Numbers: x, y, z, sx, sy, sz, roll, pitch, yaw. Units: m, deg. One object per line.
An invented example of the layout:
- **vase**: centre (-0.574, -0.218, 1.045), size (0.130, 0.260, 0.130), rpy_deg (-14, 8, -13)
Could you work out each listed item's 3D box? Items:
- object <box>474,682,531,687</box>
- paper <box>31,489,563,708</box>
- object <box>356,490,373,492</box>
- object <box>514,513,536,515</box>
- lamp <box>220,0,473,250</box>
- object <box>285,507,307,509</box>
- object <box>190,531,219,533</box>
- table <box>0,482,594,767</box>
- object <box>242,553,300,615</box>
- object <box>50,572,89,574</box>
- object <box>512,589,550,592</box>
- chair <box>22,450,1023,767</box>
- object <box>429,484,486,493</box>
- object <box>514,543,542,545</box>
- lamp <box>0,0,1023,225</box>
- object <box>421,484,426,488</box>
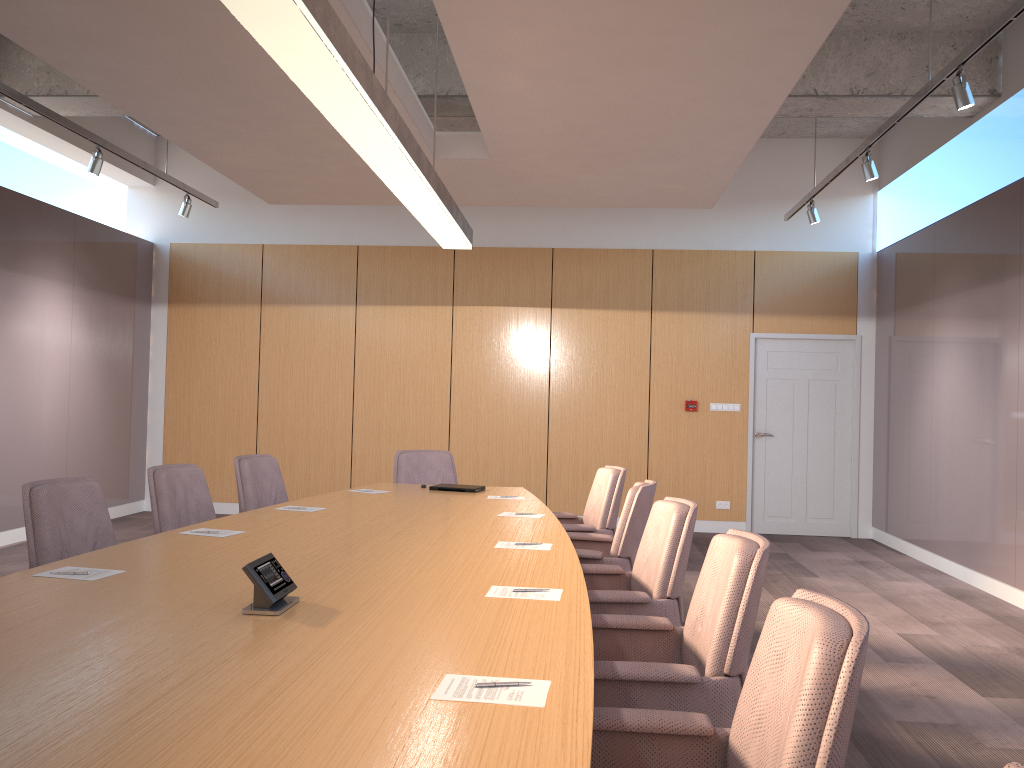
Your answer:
- **object**: centre (-0.018, 0.636, 1.881), size (0.125, 0.009, 0.009), rpy_deg (2, -1, -11)
- **paper**: centre (-0.734, 0.631, 2.392), size (1.713, 0.001, 6.800), rpy_deg (1, -1, 5)
- **object**: centre (-0.947, 0.683, 5.679), size (0.125, 0.009, 0.009), rpy_deg (1, -1, 13)
- **object**: centre (0.076, 0.692, 4.731), size (0.125, 0.009, 0.009), rpy_deg (2, -1, -4)
- **lamp**: centre (-0.623, -1.939, 2.725), size (0.200, 1.864, 6.974), rpy_deg (1, -1, 5)
- **object**: centre (-1.153, 0.659, 4.707), size (0.125, 0.009, 0.009), rpy_deg (2, -1, -3)
- **object**: centre (-1.325, 0.637, 3.821), size (0.125, 0.009, 0.009), rpy_deg (2, -1, -1)
- **table**: centre (-0.745, 1.005, 2.293), size (1.885, 0.748, 8.000), rpy_deg (1, -1, 5)
- **object**: centre (-0.684, 0.567, 2.529), size (0.110, 0.139, 0.200), rpy_deg (1, -1, 5)
- **object**: centre (-1.446, 0.617, 2.896), size (0.125, 0.009, 0.009), rpy_deg (2, -1, -5)
- **object**: centre (0.062, 0.656, 2.825), size (0.125, 0.009, 0.009), rpy_deg (2, -1, -12)
- **chair**: centre (-0.759, 0.901, 2.190), size (3.001, 0.948, 9.673), rpy_deg (1, -1, 5)
- **object**: centre (-0.364, 0.696, 5.937), size (0.325, 0.026, 0.231), rpy_deg (1, -1, 17)
- **object**: centre (0.071, 0.673, 3.738), size (0.125, 0.009, 0.009), rpy_deg (2, -1, -12)
- **lamp**: centre (-0.584, -2.211, 2.623), size (5.699, 1.321, 12.467), rpy_deg (1, -1, 5)
- **object**: centre (-0.602, 0.695, 6.043), size (0.039, 0.019, 0.070), rpy_deg (2, -1, -2)
